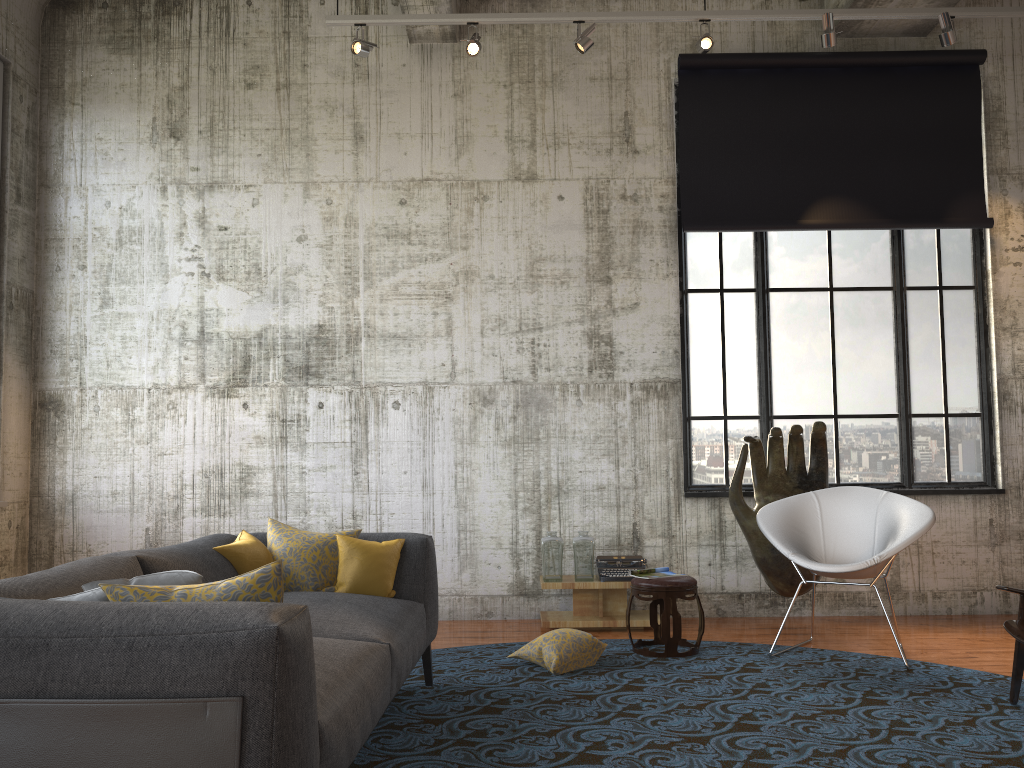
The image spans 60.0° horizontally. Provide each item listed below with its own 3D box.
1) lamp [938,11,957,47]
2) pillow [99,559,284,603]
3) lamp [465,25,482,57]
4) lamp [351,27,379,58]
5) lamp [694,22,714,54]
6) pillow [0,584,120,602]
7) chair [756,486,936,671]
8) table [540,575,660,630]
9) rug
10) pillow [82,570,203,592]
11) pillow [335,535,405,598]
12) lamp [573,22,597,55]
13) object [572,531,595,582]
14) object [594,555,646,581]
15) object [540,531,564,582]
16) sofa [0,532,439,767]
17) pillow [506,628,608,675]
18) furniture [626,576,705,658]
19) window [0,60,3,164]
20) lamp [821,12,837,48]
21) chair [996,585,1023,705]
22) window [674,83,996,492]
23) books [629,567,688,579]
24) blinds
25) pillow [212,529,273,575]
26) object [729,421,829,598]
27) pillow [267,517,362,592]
[{"bbox_3d":[3.028,-2.445,6.162,0.165,0.250,0.102,4,-6,-45],"label":"lamp"},{"bbox_3d":[-0.805,0.690,2.413,0.537,0.445,0.261,-1,-4,7],"label":"pillow"},{"bbox_3d":[-0.268,-2.396,6.231,0.102,0.228,0.199,-1,-5,10],"label":"lamp"},{"bbox_3d":[-1.048,-2.390,6.218,0.102,0.210,0.261,-4,-6,35],"label":"lamp"},{"bbox_3d":[1.347,-2.417,6.216,0.102,0.210,0.261,0,-5,-5],"label":"lamp"},{"bbox_3d":[-1.186,0.699,2.422,0.434,0.318,0.169,-1,-4,0],"label":"pillow"},{"bbox_3d":[2.064,1.161,5.530,1.058,1.028,0.807,-5,-6,39],"label":"chair"},{"bbox_3d":[0.652,1.624,6.573,0.875,0.358,0.476,-1,-5,0],"label":"table"},{"bbox_3d":[0.626,1.508,3.647,4.851,0.009,4.853,5,-8,-43],"label":"rug"},{"bbox_3d":[-1.023,0.689,2.537,0.364,0.314,0.171,0,-4,-10],"label":"pillow"},{"bbox_3d":[-0.717,0.906,4.400,0.434,0.318,0.169,2,-5,-25],"label":"pillow"},{"bbox_3d":[0.505,-2.410,6.197,0.182,0.240,0.102,0,-4,-5],"label":"lamp"},{"bbox_3d":[0.526,1.260,6.491,0.163,0.360,0.163,-1,-4,3],"label":"object"},{"bbox_3d":[0.809,1.366,6.566,0.423,0.152,0.383,-1,-5,0],"label":"object"},{"bbox_3d":[0.294,1.263,6.491,0.163,0.360,0.163,-1,-4,-2],"label":"object"},{"bbox_3d":[-1.112,1.081,3.408,1.362,0.859,3.011,-1,-6,2],"label":"sofa"},{"bbox_3d":[0.304,1.580,5.268,0.504,0.247,0.482,3,-6,-34],"label":"pillow"},{"bbox_3d":[0.975,1.465,5.661,0.432,0.476,0.432,4,-7,-45],"label":"furniture"},{"bbox_3d":[-3.910,-0.997,4.597,0.050,3.427,4.294,-1,-5,0],"label":"window"},{"bbox_3d":[2.201,-2.436,6.161,0.102,0.250,0.165,-3,-5,25],"label":"lamp"},{"bbox_3d":[2.845,1.115,3.947,1.043,0.791,0.877,0,-5,-10],"label":"chair"},{"bbox_3d":[2.594,-0.810,7.203,2.579,3.428,0.051,-1,-4,0],"label":"window"},{"bbox_3d":[0.939,1.217,5.706,0.300,0.043,0.229,2,-6,-26],"label":"books"},{"bbox_3d":[2.577,-1.946,7.105,2.443,1.461,0.151,-1,-4,0],"label":"blinds"},{"bbox_3d":[-1.276,0.904,4.314,0.228,0.370,0.406,-1,-5,9],"label":"pillow"},{"bbox_3d":[1.969,0.935,6.521,0.728,1.293,0.457,-2,-4,12],"label":"object"},{"bbox_3d":[-1.046,0.895,4.433,0.537,0.445,0.261,-1,-4,7],"label":"pillow"}]
